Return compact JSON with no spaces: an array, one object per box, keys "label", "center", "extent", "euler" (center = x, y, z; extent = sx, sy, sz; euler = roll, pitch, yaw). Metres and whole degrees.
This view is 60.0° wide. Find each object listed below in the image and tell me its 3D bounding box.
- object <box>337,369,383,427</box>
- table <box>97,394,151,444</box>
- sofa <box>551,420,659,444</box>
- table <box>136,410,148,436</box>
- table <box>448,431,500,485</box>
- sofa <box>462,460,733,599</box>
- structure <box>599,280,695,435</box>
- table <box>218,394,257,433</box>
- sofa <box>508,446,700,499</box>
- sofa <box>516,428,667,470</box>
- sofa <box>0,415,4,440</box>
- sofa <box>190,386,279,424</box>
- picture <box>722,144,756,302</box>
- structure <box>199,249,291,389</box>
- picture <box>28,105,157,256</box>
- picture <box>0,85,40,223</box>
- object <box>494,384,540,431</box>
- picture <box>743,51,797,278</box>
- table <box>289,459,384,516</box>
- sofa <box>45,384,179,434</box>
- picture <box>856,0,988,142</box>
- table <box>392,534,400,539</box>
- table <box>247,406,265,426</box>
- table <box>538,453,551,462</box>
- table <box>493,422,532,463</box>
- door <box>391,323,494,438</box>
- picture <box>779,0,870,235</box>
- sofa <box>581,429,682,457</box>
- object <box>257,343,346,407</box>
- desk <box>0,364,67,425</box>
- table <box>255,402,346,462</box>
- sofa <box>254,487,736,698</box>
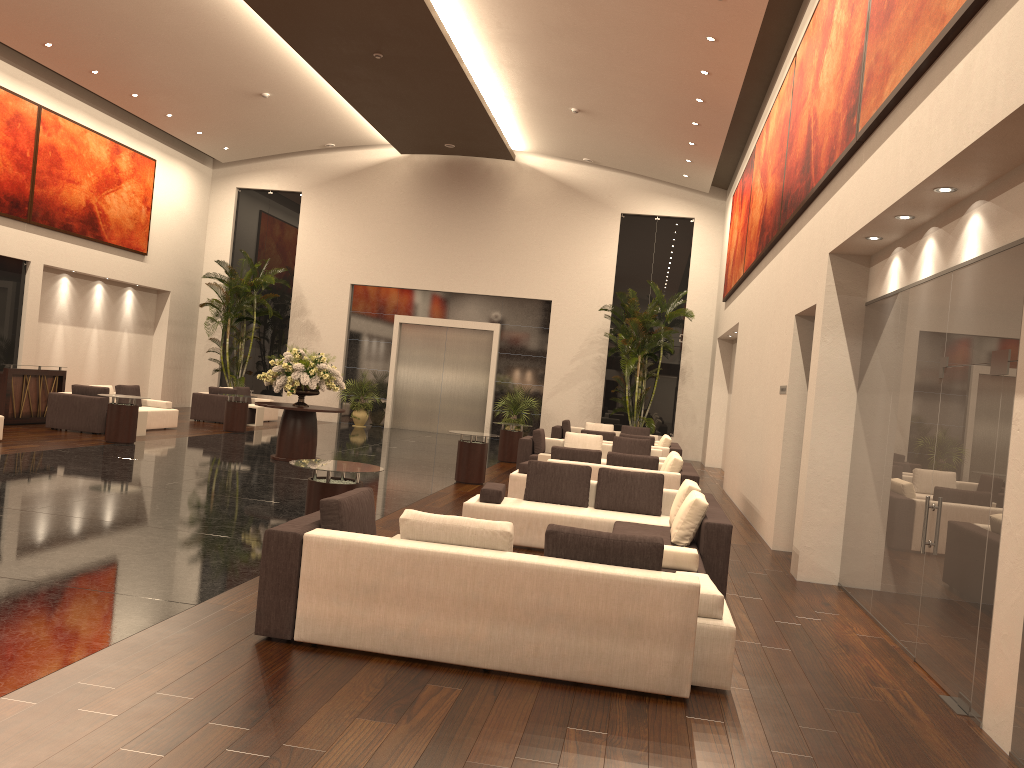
[{"label":"object","center":[-4.196,0.363,24.887],"extent":[1.297,1.682,1.373],"euler":[6,0,42]},{"label":"table","center":[-6.664,0.606,15.161],"extent":[0.833,0.795,0.844],"euler":[5,0,-30]},{"label":"sofa","center":[2.400,1.422,21.808],"extent":[2.846,0.862,1.291],"euler":[6,0,9]},{"label":"table","center":[-7.134,0.726,16.607],"extent":[0.400,0.460,0.400],"euler":[6,0,9]},{"label":"table","center":[-0.645,1.191,14.245],"extent":[0.833,0.795,0.844],"euler":[5,0,-30]},{"label":"sofa","center":[0.664,1.309,8.274],"extent":[2.586,0.862,3.366],"euler":[6,0,9]},{"label":"structure","center":[3.414,-0.367,23.179],"extent":[2.436,4.611,2.531],"euler":[5,0,-20]},{"label":"table","center":[-6.046,0.649,19.439],"extent":[0.833,0.795,0.844],"euler":[5,0,-30]},{"label":"sofa","center":[1.446,1.363,13.566],"extent":[2.586,0.862,3.366],"euler":[6,0,9]},{"label":"sofa","center":[1.552,1.363,16.199],"extent":[2.846,0.862,1.291],"euler":[6,0,9]},{"label":"sofa","center":[-8.418,0.416,12.365],"extent":[1.291,0.862,2.846],"euler":[6,0,9]},{"label":"sofa","center":[-6.870,0.524,22.612],"extent":[1.291,0.862,2.846],"euler":[6,0,9]},{"label":"picture","center":[4.814,-3.226,18.816],"extent":[0.070,2.526,4.515],"euler":[6,0,9]},{"label":"structure","center":[-7.615,-1.439,25.001],"extent":[2.436,4.611,2.531],"euler":[5,0,-20]},{"label":"picture","center":[-9.815,-4.647,21.041],"extent":[0.070,2.526,4.515],"euler":[6,0,9]},{"label":"picture","center":[-10.491,-4.694,16.570],"extent":[0.070,2.526,4.515],"euler":[6,0,9]},{"label":"object","center":[0.060,0.776,24.186],"extent":[1.373,1.682,1.297],"euler":[5,0,-43]},{"label":"picture","center":[4.138,-3.273,14.345],"extent":[0.070,2.526,4.515],"euler":[6,0,9]},{"label":"table","center":[-1.600,1.124,7.925],"extent":[0.844,0.795,0.833],"euler":[5,0,-42]},{"label":"sofa","center":[-7.645,0.470,17.480],"extent":[1.291,0.862,2.846],"euler":[6,0,9]},{"label":"picture","center":[2.640,-3.378,4.428],"extent":[0.070,2.526,6.485],"euler":[6,0,9]},{"label":"table","center":[-0.721,1.385,6.508],"extent":[0.400,0.460,0.400],"euler":[6,0,9]},{"label":"table","center":[-6.359,0.780,21.739],"extent":[0.400,0.460,0.400],"euler":[6,0,9]},{"label":"table","center":[0.663,1.482,15.666],"extent":[0.400,0.460,0.400],"euler":[6,0,9]},{"label":"table","center":[-0.027,1.233,18.523],"extent":[0.833,0.795,0.844],"euler":[5,0,-30]},{"label":"door","center":[-1.991,-0.116,25.386],"extent":[2.767,3.048,0.040],"euler":[6,0,9]},{"label":"picture","center":[3.463,-3.321,9.878],"extent":[0.070,2.526,4.515],"euler":[6,0,9]},{"label":"sofa","center":[2.294,1.422,19.175],"extent":[2.586,0.862,3.366],"euler":[6,0,9]},{"label":"object","center":[-3.524,-0.166,15.098],"extent":[1.453,1.097,1.402],"euler":[5,0,-35]},{"label":"desk","center":[-9.368,0.178,16.939],"extent":[0.760,1.114,1.634],"euler":[6,0,9]},{"label":"table","center":[-3.647,0.834,15.108],"extent":[1.498,0.921,1.498],"euler":[6,0,0]},{"label":"sofa","center":[-0.028,1.252,5.740],"extent":[2.846,0.862,1.291],"euler":[6,0,9]}]
